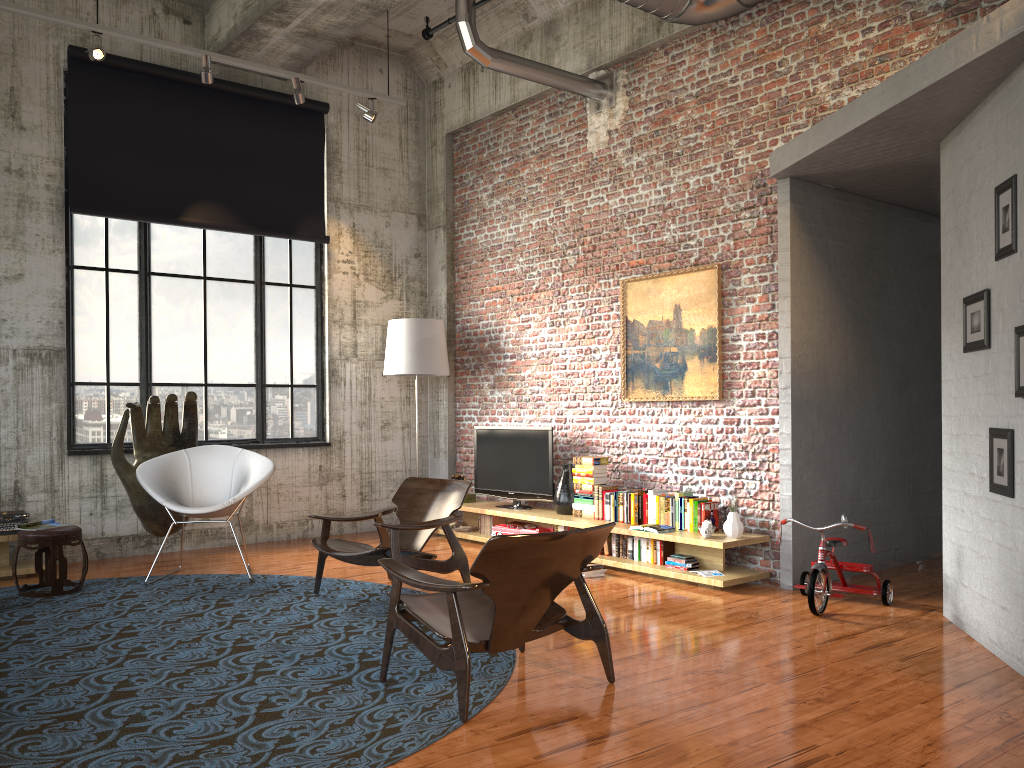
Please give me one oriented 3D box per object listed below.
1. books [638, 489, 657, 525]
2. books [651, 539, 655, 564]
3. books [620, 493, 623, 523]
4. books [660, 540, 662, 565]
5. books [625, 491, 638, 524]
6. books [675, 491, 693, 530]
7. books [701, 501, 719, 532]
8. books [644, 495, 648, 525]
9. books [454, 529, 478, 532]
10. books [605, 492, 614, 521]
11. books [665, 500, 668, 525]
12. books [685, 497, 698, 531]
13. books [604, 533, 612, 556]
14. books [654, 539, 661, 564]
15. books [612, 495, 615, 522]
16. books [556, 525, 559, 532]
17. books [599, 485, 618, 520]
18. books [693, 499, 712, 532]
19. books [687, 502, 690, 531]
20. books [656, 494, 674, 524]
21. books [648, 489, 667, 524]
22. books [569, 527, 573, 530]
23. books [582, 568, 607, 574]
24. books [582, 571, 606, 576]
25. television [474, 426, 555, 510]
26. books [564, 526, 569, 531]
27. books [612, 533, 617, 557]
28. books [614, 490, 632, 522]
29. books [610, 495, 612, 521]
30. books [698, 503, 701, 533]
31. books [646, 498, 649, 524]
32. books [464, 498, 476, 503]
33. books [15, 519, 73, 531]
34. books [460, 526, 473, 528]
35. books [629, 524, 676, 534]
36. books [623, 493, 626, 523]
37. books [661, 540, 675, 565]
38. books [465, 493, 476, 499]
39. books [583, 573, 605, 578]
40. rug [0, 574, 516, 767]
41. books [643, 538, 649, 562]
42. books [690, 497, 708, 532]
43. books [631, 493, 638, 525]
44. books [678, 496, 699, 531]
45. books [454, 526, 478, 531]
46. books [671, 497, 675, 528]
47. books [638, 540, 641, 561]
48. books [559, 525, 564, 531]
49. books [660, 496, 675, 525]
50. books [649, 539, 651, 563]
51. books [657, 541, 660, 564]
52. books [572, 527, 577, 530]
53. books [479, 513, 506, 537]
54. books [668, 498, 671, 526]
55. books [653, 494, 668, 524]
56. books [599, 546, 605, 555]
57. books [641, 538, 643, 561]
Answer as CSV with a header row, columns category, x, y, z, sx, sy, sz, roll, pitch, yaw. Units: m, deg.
category,x,y,z,sx,sy,sz,roll,pitch,yaw
books,1.127,1.014,7.317,0.198,0.284,0.066,0,0,-39
books,1.159,1.324,7.039,0.138,0.191,0.026,0,0,-38
books,0.975,1.034,7.433,0.171,0.246,0.032,0,0,-38
books,1.211,1.323,6.977,0.120,0.189,0.019,0,0,-38
books,1.019,1.026,7.386,0.180,0.259,0.034,0,0,-38
books,1.361,1.001,7.013,0.176,0.290,0.036,0,0,-39
books,1.522,1.024,6.819,0.168,0.231,0.037,0,0,-39
books,1.144,1.030,7.272,0.160,0.250,0.026,0,0,-39
books,-0.466,1.482,8.973,0.211,0.020,0.162,-1,-2,19
books,0.875,1.041,7.549,0.174,0.240,0.045,0,0,-38
books,1.289,1.037,7.095,0.161,0.223,0.027,0,0,-39
books,1.414,1.018,6.939,0.160,0.250,0.026,0,0,-39
books,0.832,1.309,7.437,0.153,0.256,0.088,0,0,-38
books,1.177,1.323,7.021,0.138,0.191,0.026,0,0,-38
books,0.910,1.048,7.498,0.161,0.223,0.026,0,0,-38
books,0.451,1.343,7.907,0.138,0.217,0.022,0,0,-38
books,0.831,1.022,7.634,0.198,0.284,0.040,0,0,-38
books,1.480,1.021,6.871,0.174,0.240,0.045,0,0,-39
books,1.431,1.031,6.920,0.161,0.223,0.027,0,0,-39
books,1.233,1.024,7.162,0.183,0.253,0.034,0,0,-39
books,1.189,1.008,7.225,0.176,0.290,0.053,0,0,-39
books,0.568,1.343,7.766,0.151,0.208,0.039,0,0,-38
books,0.562,1.462,7.034,0.250,0.014,0.311,1,-2,-32
books,0.554,1.478,7.031,0.232,0.017,0.307,1,-2,-40
television,0.021,0.804,8.583,1.090,0.793,0.285,-1,0,38
books,0.530,1.323,7.821,0.153,0.252,0.046,0,0,-38
books,0.900,1.324,7.385,0.149,0.214,0.049,0,0,-38
books,0.940,1.032,7.483,0.183,0.253,0.034,0,0,-38
books,0.901,1.048,7.524,0.161,0.223,0.027,0,0,-38
books,1.493,1.028,6.836,0.161,0.223,0.026,0,0,-39
books,1.158,1.043,7.250,0.161,0.223,0.026,0,0,-39
books,-0.562,1.203,9.224,0.302,0.037,0.243,-2,-2,44
books,-3.425,1.032,6.494,0.229,0.043,0.300,-1,-2,26
books,-0.462,1.444,8.953,0.113,0.016,0.114,0,-2,-14
books,1.100,1.126,6.933,0.214,0.040,0.317,1,-2,-38
books,0.997,1.031,7.410,0.160,0.251,0.032,0,0,-38
books,1.223,1.321,6.958,0.138,0.191,0.026,0,0,-38
books,-0.562,1.166,9.224,0.302,0.037,0.243,-1,-2,31
books,0.556,1.495,7.026,0.231,0.017,0.313,0,-2,-23
rug,-2.403,1.466,4.711,4.846,0.009,4.847,-1,-2,8
books,1.106,1.329,7.108,0.129,0.186,0.043,0,0,-38
books,1.455,1.015,6.901,0.183,0.253,0.034,0,0,-39
books,1.059,1.027,7.327,0.183,0.253,0.034,0,0,-38
books,1.390,1.015,6.975,0.180,0.259,0.060,0,0,-39
books,-0.466,1.462,8.964,0.166,0.021,0.210,-1,-2,27
books,1.332,1.020,7.035,0.183,0.253,0.034,0,0,-39
books,1.068,1.339,7.161,0.121,0.168,0.020,0,0,-38
books,0.500,1.327,7.865,0.171,0.246,0.057,0,0,-38
books,1.264,1.027,7.129,0.171,0.246,0.057,0,0,-39
books,1.146,1.325,7.061,0.138,0.191,0.026,0,0,-38
books,1.199,1.328,7.002,0.132,0.181,0.034,0,0,-38
books,0.598,1.339,7.733,0.148,0.213,0.049,0,0,-38
books,-0.194,1.374,8.684,0.173,0.218,0.232,0,-1,-38
books,1.316,1.028,7.072,0.174,0.240,0.045,0,0,-39
books,1.216,1.025,7.191,0.183,0.253,0.034,0,0,-39
books,0.791,1.327,7.475,0.158,0.220,0.030,0,0,-38
books,1.095,1.333,7.149,0.132,0.181,0.034,0,0,-38
